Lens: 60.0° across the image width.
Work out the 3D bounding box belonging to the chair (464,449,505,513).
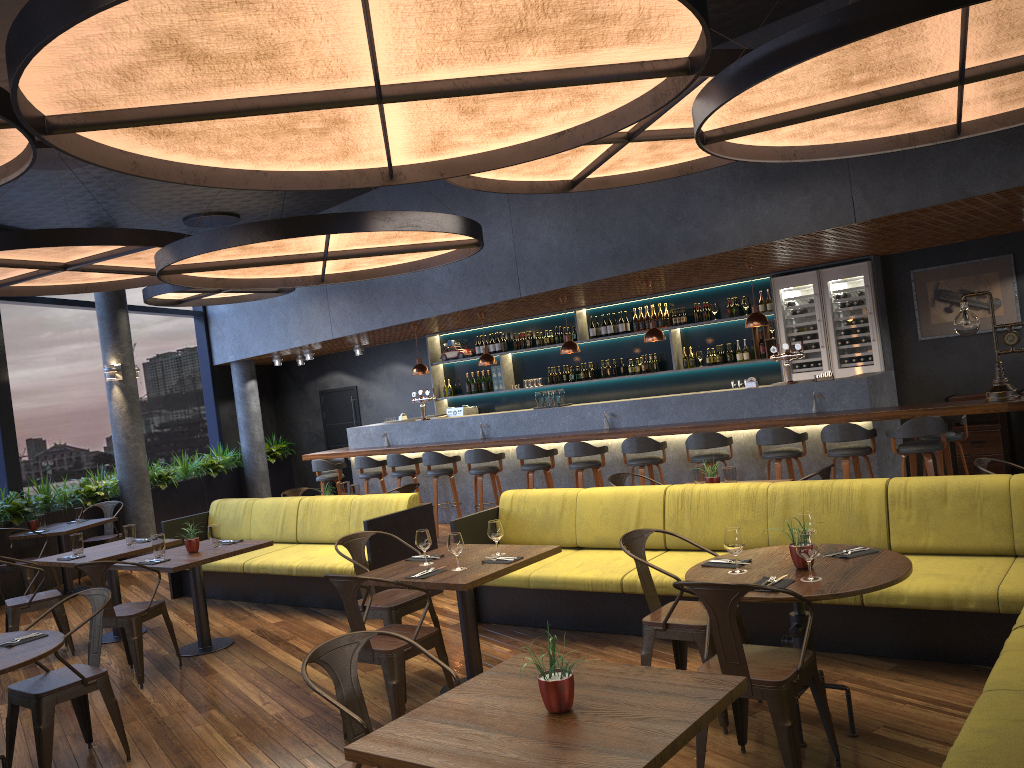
[{"bbox_3d":[-0.296,1.272,10.594,0.438,1.048,0.483,-7,0,-33],"label":"chair"}]

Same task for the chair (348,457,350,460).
[{"bbox_3d":[-2.292,1.512,13.868,0.438,1.048,0.483,-7,0,9],"label":"chair"}]

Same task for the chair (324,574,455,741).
[{"bbox_3d":[-0.664,1.404,4.731,0.504,0.917,0.541,-7,0,38],"label":"chair"}]

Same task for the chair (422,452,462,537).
[{"bbox_3d":[-0.844,1.340,11.068,0.438,1.048,0.483,-7,0,-24],"label":"chair"}]

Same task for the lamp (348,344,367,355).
[{"bbox_3d":[-2.582,-0.574,14.922,0.228,0.172,0.228,-7,0,37],"label":"lamp"}]

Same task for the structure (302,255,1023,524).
[{"bbox_3d":[1.420,0.224,11.043,9.298,2.700,2.700,-7,0,37],"label":"structure"}]

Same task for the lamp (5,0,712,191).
[{"bbox_3d":[-0.652,-1.901,3.793,2.778,1.475,2.778,-7,0,-3],"label":"lamp"}]

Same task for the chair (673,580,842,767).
[{"bbox_3d":[0.994,1.199,3.650,0.504,0.917,0.541,-7,0,38],"label":"chair"}]

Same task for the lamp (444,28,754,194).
[{"bbox_3d":[0.767,-2.267,6.320,2.778,1.159,2.778,-7,0,-2],"label":"lamp"}]

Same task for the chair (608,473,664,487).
[{"bbox_3d":[1.108,1.173,7.156,0.541,0.917,0.504,-7,0,38],"label":"chair"}]

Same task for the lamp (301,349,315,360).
[{"bbox_3d":[-3.310,-0.481,14.463,0.228,0.172,0.228,-7,0,37],"label":"lamp"}]

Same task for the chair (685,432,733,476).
[{"bbox_3d":[2.022,0.986,8.965,0.438,1.048,0.483,-7,0,-38],"label":"chair"}]

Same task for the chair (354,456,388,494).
[{"bbox_3d":[-1.816,1.459,11.896,0.483,1.048,0.438,-7,0,9],"label":"chair"}]

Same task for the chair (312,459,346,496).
[{"bbox_3d":[-2.492,1.543,12.360,0.483,1.048,0.438,-7,0,9],"label":"chair"}]

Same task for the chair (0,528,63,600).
[{"bbox_3d":[-5.294,1.971,9.605,0.504,0.917,0.541,-7,0,12],"label":"chair"}]

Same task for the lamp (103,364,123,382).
[{"bbox_3d":[-5.321,-0.152,11.761,0.215,0.215,0.189,-7,0,-2],"label":"lamp"}]

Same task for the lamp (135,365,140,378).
[{"bbox_3d":[-5.264,-0.161,12.322,0.215,0.215,0.189,-7,0,16],"label":"lamp"}]

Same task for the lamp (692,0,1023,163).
[{"bbox_3d":[2.278,-2.273,4.657,2.778,1.475,2.778,-7,0,41],"label":"lamp"}]

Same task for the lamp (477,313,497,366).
[{"bbox_3d":[-0.360,-0.580,11.509,0.250,0.673,0.250,-7,0,-20],"label":"lamp"}]

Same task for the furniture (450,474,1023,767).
[{"bbox_3d":[1.820,1.100,3.293,7.462,0.914,4.895,-7,0,32],"label":"furniture"}]

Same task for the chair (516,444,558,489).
[{"bbox_3d":[0.341,1.193,10.250,0.483,1.048,0.438,-7,0,9],"label":"chair"}]

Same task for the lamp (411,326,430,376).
[{"bbox_3d":[-1.301,-0.464,12.233,0.250,0.673,0.250,-7,0,25],"label":"lamp"}]

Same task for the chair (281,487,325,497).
[{"bbox_3d":[-2.139,1.573,9.540,0.541,0.917,0.504,-7,0,38],"label":"chair"}]

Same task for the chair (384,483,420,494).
[{"bbox_3d":[-1.143,1.450,8.773,0.541,0.917,0.504,-7,0,38],"label":"chair"}]

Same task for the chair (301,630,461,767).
[{"bbox_3d":[-0.406,1.377,3.150,0.541,0.917,0.504,-7,0,38],"label":"chair"}]

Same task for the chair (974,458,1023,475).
[{"bbox_3d":[3.227,0.911,5.507,0.541,0.917,0.504,-7,0,38],"label":"chair"}]

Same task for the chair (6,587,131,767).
[{"bbox_3d":[-2.411,1.624,4.795,0.504,0.917,0.541,-7,0,38],"label":"chair"}]

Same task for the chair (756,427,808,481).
[{"bbox_3d":[2.637,0.910,8.498,0.483,1.048,0.438,-7,0,9],"label":"chair"}]

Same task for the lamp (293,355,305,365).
[{"bbox_3d":[-3.774,-0.427,15.839,0.228,0.172,0.228,-7,0,37],"label":"lamp"}]

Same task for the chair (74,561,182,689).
[{"bbox_3d":[-2.764,1.663,6.337,0.504,0.917,0.541,-7,0,15],"label":"chair"}]

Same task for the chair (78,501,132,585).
[{"bbox_3d":[-5.031,1.933,10.908,0.504,0.917,0.541,-7,0,3],"label":"chair"}]

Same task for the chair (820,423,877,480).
[{"bbox_3d":[3.088,0.855,8.068,0.438,1.048,0.483,-7,0,-24],"label":"chair"}]

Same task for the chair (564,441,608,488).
[{"bbox_3d":[0.848,1.131,9.791,0.438,1.048,0.483,-7,0,-24],"label":"chair"}]

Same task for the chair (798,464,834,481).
[{"bbox_3d":[2.090,1.052,6.400,0.541,0.917,0.504,-7,0,38],"label":"chair"}]

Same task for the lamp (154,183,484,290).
[{"bbox_3d":[-1.716,-1.781,7.757,2.778,1.475,2.778,-7,0,2],"label":"lamp"}]

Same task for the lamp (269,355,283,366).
[{"bbox_3d":[-3.958,-0.401,14.983,0.228,0.172,0.228,-7,0,37],"label":"lamp"}]

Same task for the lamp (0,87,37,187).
[{"bbox_3d":[-3.876,-1.675,4.174,2.778,1.159,2.778,-7,0,15],"label":"lamp"}]

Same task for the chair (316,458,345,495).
[{"bbox_3d":[-2.703,1.566,13.325,0.483,1.048,0.438,-7,0,-24],"label":"chair"}]

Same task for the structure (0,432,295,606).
[{"bbox_3d":[-5.978,1.809,9.633,0.808,1.413,17.112,-7,0,12],"label":"structure"}]

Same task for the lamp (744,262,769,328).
[{"bbox_3d":[2.528,-0.936,9.287,0.250,0.673,0.250,-7,0,-20],"label":"lamp"}]

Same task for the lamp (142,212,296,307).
[{"bbox_3d":[-4.033,-1.742,12.101,1.979,1.093,1.979,-7,0,1],"label":"lamp"}]

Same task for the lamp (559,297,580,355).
[{"bbox_3d":[0.664,-0.706,10.721,0.250,0.673,0.250,-7,0,-20],"label":"lamp"}]

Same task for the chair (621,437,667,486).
[{"bbox_3d":[1.451,1.056,9.377,0.483,1.048,0.438,-7,0,-2],"label":"chair"}]

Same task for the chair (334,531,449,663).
[{"bbox_3d":[-0.801,1.418,5.703,0.541,0.917,0.504,-7,0,38],"label":"chair"}]

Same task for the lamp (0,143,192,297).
[{"bbox_3d":[-4.346,-1.630,8.506,2.778,1.159,2.778,-7,0,-17],"label":"lamp"}]

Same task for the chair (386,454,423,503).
[{"bbox_3d":[-1.338,1.400,11.544,0.483,1.048,0.438,-7,0,9],"label":"chair"}]

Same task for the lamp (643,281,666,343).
[{"bbox_3d":[1.574,-0.818,10.021,0.250,0.673,0.250,-7,0,-20],"label":"lamp"}]

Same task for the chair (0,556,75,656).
[{"bbox_3d":[-3.979,1.813,7.301,0.541,0.917,0.504,-7,0,-34],"label":"chair"}]

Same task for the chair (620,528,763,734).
[{"bbox_3d":[0.883,1.210,4.526,0.541,0.917,0.504,-7,0,38],"label":"chair"}]
